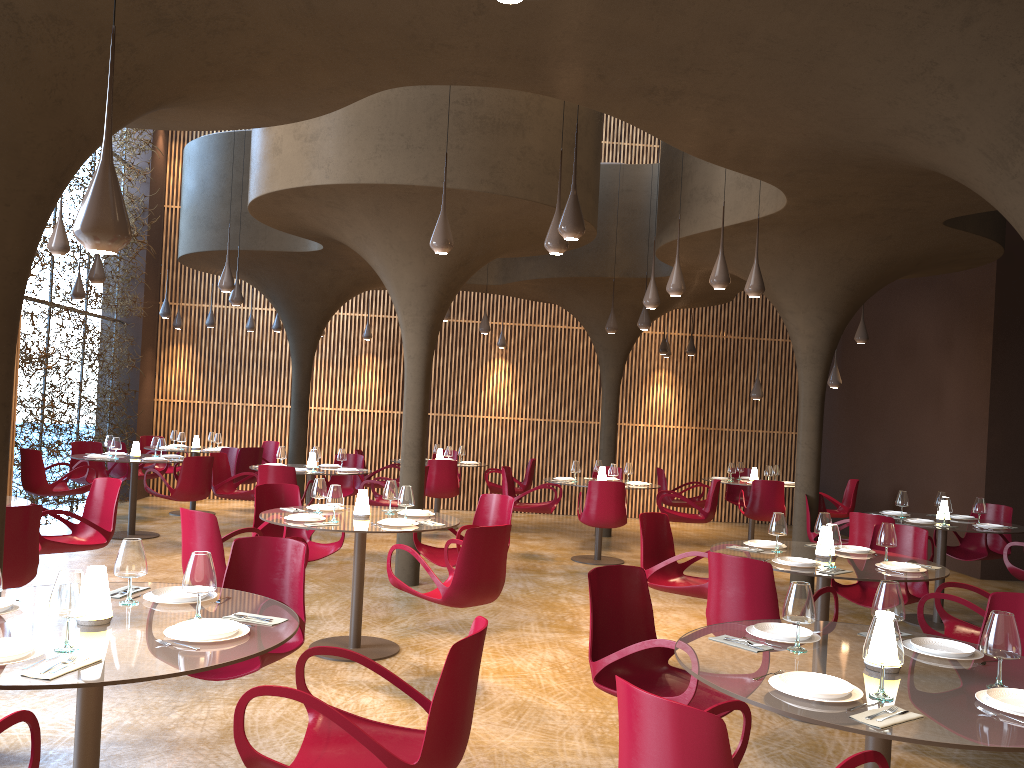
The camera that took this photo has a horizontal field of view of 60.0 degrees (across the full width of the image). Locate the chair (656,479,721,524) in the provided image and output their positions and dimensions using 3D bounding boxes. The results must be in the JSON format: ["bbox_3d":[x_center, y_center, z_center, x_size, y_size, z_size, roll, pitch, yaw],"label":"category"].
[{"bbox_3d":[2.501,1.648,12.557,0.872,0.636,0.625,3,-1,6],"label":"chair"}]

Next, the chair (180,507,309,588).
[{"bbox_3d":[-2.067,1.239,6.679,0.624,0.636,0.873,2,-1,39],"label":"chair"}]

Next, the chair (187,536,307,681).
[{"bbox_3d":[-1.491,1.218,4.873,0.625,0.636,0.873,3,-1,9],"label":"chair"}]

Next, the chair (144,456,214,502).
[{"bbox_3d":[-4.450,1.262,11.979,0.872,0.636,0.625,2,-1,36],"label":"chair"}]

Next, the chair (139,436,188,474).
[{"bbox_3d":[-6.333,1.276,15.985,0.872,0.636,0.625,2,-1,41],"label":"chair"}]

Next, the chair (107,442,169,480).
[{"bbox_3d":[-6.154,1.241,14.439,0.624,0.636,0.873,3,-1,31],"label":"chair"}]

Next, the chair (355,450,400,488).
[{"bbox_3d":[-2.279,1.470,15.234,0.872,0.636,0.625,3,-1,1],"label":"chair"}]

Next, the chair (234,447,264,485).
[{"bbox_3d":[-4.527,1.333,14.635,0.872,0.636,0.625,2,-1,36],"label":"chair"}]

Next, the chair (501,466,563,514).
[{"bbox_3d":[0.263,1.536,12.823,0.872,0.636,0.625,3,-1,11],"label":"chair"}]

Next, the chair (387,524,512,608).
[{"bbox_3d":[-0.429,1.325,6.651,0.872,0.636,0.625,2,-1,44],"label":"chair"}]

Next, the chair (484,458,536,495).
[{"bbox_3d":[-0.030,1.593,15.361,0.872,0.636,0.625,3,-1,-4],"label":"chair"}]

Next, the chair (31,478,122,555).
[{"bbox_3d":[-3.952,1.173,7.892,0.624,0.636,0.873,2,-1,36],"label":"chair"}]

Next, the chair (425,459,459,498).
[{"bbox_3d":[-1.149,1.499,14.164,0.625,0.636,0.872,3,-1,-9],"label":"chair"}]

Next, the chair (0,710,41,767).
[{"bbox_3d":[-1.899,1.131,2.554,0.625,0.636,0.873,3,-1,4],"label":"chair"}]

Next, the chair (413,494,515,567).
[{"bbox_3d":[-0.399,1.374,8.339,0.624,0.636,0.873,2,-1,44],"label":"chair"}]

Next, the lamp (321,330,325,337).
[{"bbox_3d":[-3.578,-4.058,17.288,0.196,6.276,0.196,3,0,11],"label":"lamp"}]

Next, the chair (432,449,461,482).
[{"bbox_3d":[-1.259,1.560,16.517,0.625,0.636,0.873,3,-1,-4],"label":"chair"}]

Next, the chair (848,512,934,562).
[{"bbox_3d":[3.792,1.615,8.983,0.873,0.636,0.624,4,-1,-42],"label":"chair"}]

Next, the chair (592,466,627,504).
[{"bbox_3d":[1.490,1.632,13.909,0.625,0.636,0.873,3,-1,6],"label":"chair"}]

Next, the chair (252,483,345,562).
[{"bbox_3d":[-2.034,1.284,8.235,0.625,0.636,0.872,4,-1,-41],"label":"chair"}]

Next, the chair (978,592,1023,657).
[{"bbox_3d":[2.466,1.415,4.406,0.873,0.636,0.624,4,-1,-41],"label":"chair"}]

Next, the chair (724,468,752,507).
[{"bbox_3d":[4.074,1.818,15.604,0.625,0.636,0.873,3,-1,11],"label":"chair"}]

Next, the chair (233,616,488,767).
[{"bbox_3d":[-0.544,1.229,3.476,0.872,0.636,0.625,3,-1,9],"label":"chair"}]

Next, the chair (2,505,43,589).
[{"bbox_3d":[-3.756,1.137,6.263,0.872,0.636,0.625,2,-1,31],"label":"chair"}]

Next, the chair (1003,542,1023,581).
[{"bbox_3d":[5.471,1.700,8.823,0.625,0.636,0.872,4,-1,-42],"label":"chair"}]

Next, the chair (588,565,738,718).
[{"bbox_3d":[0.790,1.331,4.589,0.625,0.636,0.872,4,-1,-41],"label":"chair"}]

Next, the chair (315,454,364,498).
[{"bbox_3d":[-2.601,1.406,13.580,0.625,0.636,0.873,3,-1,6],"label":"chair"}]

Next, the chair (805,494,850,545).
[{"bbox_3d":[3.946,1.669,10.616,0.872,0.636,0.625,2,-1,43],"label":"chair"}]

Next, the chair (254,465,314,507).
[{"bbox_3d":[-2.901,1.324,11.244,0.625,0.636,0.873,3,-1,1],"label":"chair"}]

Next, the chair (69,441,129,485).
[{"bbox_3d":[-6.255,1.205,13.330,0.872,0.636,0.625,2,-1,41],"label":"chair"}]

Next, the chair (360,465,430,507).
[{"bbox_3d":[-1.590,1.421,12.228,0.872,0.636,0.625,3,-1,6],"label":"chair"}]

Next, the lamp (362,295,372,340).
[{"bbox_3d":[-2.695,-4.004,17.529,0.196,6.276,0.196,3,0,21],"label":"lamp"}]

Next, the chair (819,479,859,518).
[{"bbox_3d":[5.147,1.839,14.365,0.872,0.636,0.625,3,-1,6],"label":"chair"}]

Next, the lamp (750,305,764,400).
[{"bbox_3d":[3.923,-2.890,13.615,0.196,6.276,0.196,3,0,41],"label":"lamp"}]

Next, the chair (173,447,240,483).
[{"bbox_3d":[-4.650,1.299,13.656,0.624,0.636,0.873,2,-1,36],"label":"chair"}]

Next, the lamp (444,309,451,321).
[{"bbox_3d":[-0.812,-4.041,12.722,0.196,6.276,0.196,3,0,31],"label":"lamp"}]

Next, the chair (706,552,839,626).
[{"bbox_3d":[1.665,1.413,5.829,0.873,0.636,0.624,4,-1,-44],"label":"chair"}]

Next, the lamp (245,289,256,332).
[{"bbox_3d":[-4.807,-4.135,16.865,0.196,6.276,0.196,3,0,-19],"label":"lamp"}]

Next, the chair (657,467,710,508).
[{"bbox_3d":[2.817,1.725,14.687,0.872,0.636,0.625,3,-1,1],"label":"chair"}]

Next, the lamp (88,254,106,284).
[{"bbox_3d":[-4.724,-4.313,10.440,0.196,6.276,0.196,3,0,-29],"label":"lamp"}]

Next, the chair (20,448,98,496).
[{"bbox_3d":[-6.076,1.170,11.783,0.624,0.636,0.873,3,-1,31],"label":"chair"}]

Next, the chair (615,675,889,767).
[{"bbox_3d":[0.745,1.282,2.949,0.873,0.636,0.624,4,-1,-36],"label":"chair"}]

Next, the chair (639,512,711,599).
[{"bbox_3d":[1.480,1.449,7.459,0.872,0.636,0.625,2,-1,41],"label":"chair"}]

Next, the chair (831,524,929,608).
[{"bbox_3d":[3.165,1.540,7.512,0.624,0.636,0.873,2,-1,41],"label":"chair"}]

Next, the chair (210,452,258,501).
[{"bbox_3d":[-3.828,1.310,12.494,0.872,0.636,0.625,3,-1,11],"label":"chair"}]

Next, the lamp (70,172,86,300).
[{"bbox_3d":[-5.953,-4.320,12.499,0.196,6.276,0.196,3,0,21],"label":"lamp"}]

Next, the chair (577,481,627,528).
[{"bbox_3d":[1.190,1.550,11.573,0.625,0.636,0.873,3,-1,1],"label":"chair"}]

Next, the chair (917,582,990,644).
[{"bbox_3d":[3.219,1.496,5.873,0.872,0.636,0.625,2,-1,36],"label":"chair"}]

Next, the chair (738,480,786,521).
[{"bbox_3d":[3.788,1.739,13.365,0.625,0.636,0.873,3,-1,6],"label":"chair"}]

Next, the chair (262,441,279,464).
[{"bbox_3d":[-4.727,1.370,16.311,0.624,0.636,0.873,2,-1,36],"label":"chair"}]

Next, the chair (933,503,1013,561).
[{"bbox_3d":[5.493,1.747,10.463,0.873,0.636,0.624,4,-1,-37],"label":"chair"}]

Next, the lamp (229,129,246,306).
[{"bbox_3d":[-3.604,-4.206,12.114,0.196,6.276,0.196,3,0,41],"label":"lamp"}]

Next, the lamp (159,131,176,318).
[{"bbox_3d":[-5.635,-4.237,14.845,0.196,6.276,0.196,3,0,21],"label":"lamp"}]

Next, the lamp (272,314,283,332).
[{"bbox_3d":[-4.239,-4.112,16.623,0.196,6.276,0.196,3,0,11],"label":"lamp"}]
